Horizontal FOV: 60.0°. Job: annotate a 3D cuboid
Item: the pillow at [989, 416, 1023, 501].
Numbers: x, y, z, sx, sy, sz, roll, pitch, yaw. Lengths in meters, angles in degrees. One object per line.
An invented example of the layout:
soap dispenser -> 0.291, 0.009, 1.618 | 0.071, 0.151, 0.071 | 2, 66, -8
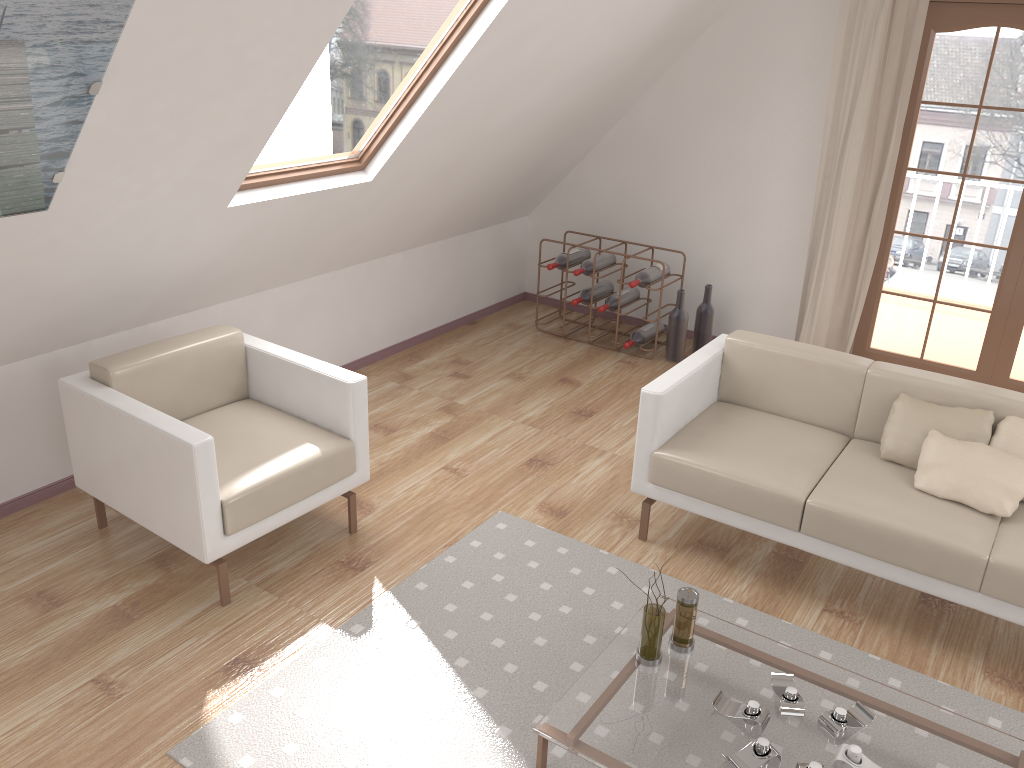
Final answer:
pillow -> 1.810, 0.274, 3.033 | 0.351, 0.225, 0.196 | 19, 28, 35

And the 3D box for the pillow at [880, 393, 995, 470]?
pillow -> 1.531, 0.188, 3.208 | 0.351, 0.235, 0.185 | 18, 28, 33

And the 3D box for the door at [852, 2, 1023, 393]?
door -> 2.615, -0.809, 4.451 | 1.546, 2.001, 0.098 | 17, 27, 30

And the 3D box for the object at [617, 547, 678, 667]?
object -> 0.393, 0.626, 2.497 | 0.184, 0.359, 0.123 | -4, 24, -14

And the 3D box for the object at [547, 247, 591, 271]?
object -> 0.347, -0.776, 5.573 | 0.110, 0.110, 0.439 | 17, 27, 30

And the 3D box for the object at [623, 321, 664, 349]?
object -> 0.797, -0.291, 5.442 | 0.109, 0.109, 0.435 | 17, 27, 30

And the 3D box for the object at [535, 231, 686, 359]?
object -> 0.599, -0.570, 5.531 | 0.854, 0.608, 0.417 | 17, 27, 30

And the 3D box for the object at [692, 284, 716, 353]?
object -> 1.172, -0.389, 5.387 | 0.115, 0.443, 0.120 | 14, 25, 25

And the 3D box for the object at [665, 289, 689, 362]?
object -> 0.985, -0.347, 5.268 | 0.115, 0.443, 0.120 | 14, 25, 25

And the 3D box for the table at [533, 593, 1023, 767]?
table -> 0.738, 1.013, 2.324 | 1.173, 0.190, 0.730 | 17, 27, 30

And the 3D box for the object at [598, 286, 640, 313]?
object -> 0.649, -0.509, 5.463 | 0.109, 0.109, 0.435 | 17, 27, 30

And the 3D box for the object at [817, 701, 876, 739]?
object -> 0.889, 0.878, 2.349 | 0.143, 0.052, 0.064 | -9, 25, -25

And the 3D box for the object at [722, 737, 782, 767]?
object -> 0.601, 0.922, 2.215 | 0.143, 0.052, 0.064 | -9, 25, -25

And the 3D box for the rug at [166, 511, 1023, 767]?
rug -> 0.665, 1.108, 2.328 | 2.800, 0.007, 1.600 | 17, 27, 30

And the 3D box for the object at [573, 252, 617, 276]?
object -> 0.502, -0.730, 5.486 | 0.109, 0.109, 0.435 | 17, 27, 30

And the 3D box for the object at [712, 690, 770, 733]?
object -> 0.612, 0.860, 2.363 | 0.143, 0.052, 0.064 | 17, 27, 30

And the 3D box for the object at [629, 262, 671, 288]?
object -> 0.812, -0.638, 5.298 | 0.109, 0.109, 0.435 | 17, 27, 30

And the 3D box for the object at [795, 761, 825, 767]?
object -> 0.734, 0.962, 2.134 | 0.064, 0.051, 0.143 | 4, 23, 3

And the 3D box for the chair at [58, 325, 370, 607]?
chair -> -1.076, 0.241, 3.311 | 0.820, 0.706, 0.748 | 18, 27, 33

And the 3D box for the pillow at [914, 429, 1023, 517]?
pillow -> 1.571, 0.310, 3.032 | 0.363, 0.170, 0.227 | 19, 28, 35

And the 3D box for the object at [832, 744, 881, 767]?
object -> 0.878, 0.939, 2.201 | 0.143, 0.052, 0.064 | 17, 27, 30

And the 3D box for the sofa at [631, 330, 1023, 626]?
sofa -> 1.458, 0.392, 3.206 | 1.880, 0.706, 0.820 | 17, 27, 30

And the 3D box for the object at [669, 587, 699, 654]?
object -> 0.504, 0.687, 2.586 | 0.075, 0.185, 0.075 | -8, 25, -23

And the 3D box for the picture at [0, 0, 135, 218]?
picture -> -1.252, -0.668, 2.042 | 0.683, 0.738, 0.650 | 17, 27, 30

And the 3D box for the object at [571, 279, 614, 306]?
object -> 0.495, -0.559, 5.555 | 0.109, 0.109, 0.435 | 17, 27, 30

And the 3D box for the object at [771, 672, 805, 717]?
object -> 0.756, 0.838, 2.430 | 0.064, 0.052, 0.143 | 4, 23, 3

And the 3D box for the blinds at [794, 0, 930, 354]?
blinds -> 1.832, -1.086, 4.789 | 0.423, 2.130, 0.120 | 15, 26, 28
